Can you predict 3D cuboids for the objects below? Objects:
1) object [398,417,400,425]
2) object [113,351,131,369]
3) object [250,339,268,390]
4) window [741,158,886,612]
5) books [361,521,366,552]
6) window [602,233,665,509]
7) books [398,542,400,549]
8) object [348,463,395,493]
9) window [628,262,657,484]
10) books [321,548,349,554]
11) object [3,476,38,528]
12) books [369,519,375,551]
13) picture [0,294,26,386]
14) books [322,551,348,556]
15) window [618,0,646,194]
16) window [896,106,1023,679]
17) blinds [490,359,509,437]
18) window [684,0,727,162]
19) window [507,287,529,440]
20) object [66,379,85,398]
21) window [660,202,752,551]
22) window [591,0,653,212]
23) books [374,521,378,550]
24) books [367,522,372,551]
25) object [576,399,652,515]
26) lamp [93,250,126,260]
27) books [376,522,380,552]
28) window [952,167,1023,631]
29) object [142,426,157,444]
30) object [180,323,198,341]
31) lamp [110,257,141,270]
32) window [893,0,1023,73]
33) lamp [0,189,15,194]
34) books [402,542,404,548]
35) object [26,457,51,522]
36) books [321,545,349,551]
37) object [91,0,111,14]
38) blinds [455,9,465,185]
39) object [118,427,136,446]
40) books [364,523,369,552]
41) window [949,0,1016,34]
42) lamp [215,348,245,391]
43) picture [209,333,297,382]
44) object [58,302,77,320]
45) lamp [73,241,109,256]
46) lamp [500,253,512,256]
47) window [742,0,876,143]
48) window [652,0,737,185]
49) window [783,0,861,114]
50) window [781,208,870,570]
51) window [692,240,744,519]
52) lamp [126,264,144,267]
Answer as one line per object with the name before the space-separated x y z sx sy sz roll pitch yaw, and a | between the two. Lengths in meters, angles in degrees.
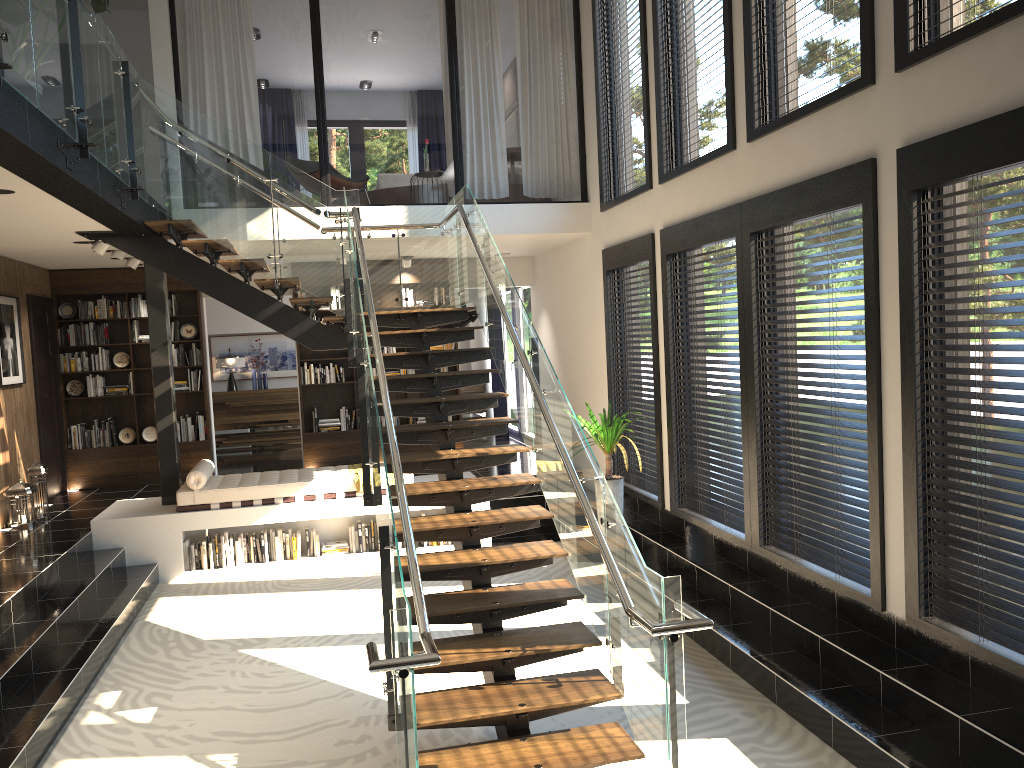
object | -1.511 0.432 11.807 0.020 0.262 0.047 -4 4 -12
object | -4.845 -0.293 11.007 0.212 0.222 0.082 -4 4 -12
object | -4.219 -0.325 14.755 0.272 0.861 0.270 -3 4 2
window | 1.993 -0.015 5.575 0.358 2.477 1.497 -4 4 -12
books | -1.510 1.547 9.011 0.030 0.284 0.176 -4 4 -12
window | 1.316 -0.139 8.629 0.358 2.477 1.392 -4 4 -12
books | -1.164 1.542 9.054 0.019 0.256 0.186 -4 4 -12
object | -1.477 1.119 9.381 0.466 0.511 1.166 -4 3 -12
window | 1.387 -0.143 8.636 0.005 2.299 1.220 -4 4 -12
books | -1.788 1.671 8.954 0.261 0.024 0.167 -4 3 -16
object | -4.814 1.147 8.702 0.262 0.484 0.262 -4 4 -12
books | -1.419 1.532 9.015 0.035 0.305 0.151 -4 4 -12
picture | -5.134 -0.445 9.058 0.028 0.912 0.748 -4 4 -12
books | -1.786 1.695 8.955 0.257 0.024 0.167 -3 3 -12
window | 1.247 -2.994 8.447 0.005 2.299 1.220 -4 4 -12
window | 2.348 0.052 3.971 0.358 2.477 1.392 -4 4 -12
blinds | -0.266 -0.474 14.791 0.161 2.773 1.079 -4 4 -14
window | 1.592 -2.929 6.892 0.005 2.299 1.220 -4 4 -12
window | 0.107 -0.360 13.957 0.184 2.478 2.979 -4 3 -12
object | -5.373 0.056 10.910 0.212 0.222 0.082 -4 4 -12
window | 1.669 -0.076 7.033 0.358 2.477 1.497 -4 4 -12
window | 1.176 -2.990 8.440 0.358 2.477 1.392 -4 4 -12
books | -1.396 1.546 9.056 0.026 0.270 0.128 -4 4 -12
books | -1.449 1.553 9.006 0.029 0.268 0.146 -4 4 -12
object | 0.869 0.834 8.112 0.876 1.339 0.830 -4 4 -23
lamp | -4.120 -1.387 9.114 0.346 0.231 0.195 -4 4 -12
books | -1.358 1.539 9.000 0.026 0.287 0.204 -4 4 -12
window | 2.419 0.048 3.979 0.005 2.299 1.220 -4 4 -12
object | -4.524 0.635 11.104 0.212 0.222 0.082 -4 4 -12
object | -4.061 -0.655 11.142 0.212 0.222 0.082 -4 4 -12
lamp | -4.287 -1.403 9.871 0.346 0.263 0.195 -4 4 -12
window | 2.209 -2.796 3.783 0.358 2.477 1.392 -4 4 -12
lamp | -3.353 -1.269 5.631 0.346 0.177 0.195 -3 3 -12
books | -1.108 1.518 9.095 0.066 0.294 0.142 -4 4 -12
object | -4.770 1.053 8.942 0.182 0.643 0.182 -4 4 -12
books | -1.790 1.646 8.957 0.274 0.025 0.156 -4 3 -15
object | -3.231 -2.328 5.754 1.464 1.555 1.260 -4 4 -24
blinds | -0.421 -3.336 9.461 0.669 2.701 0.134 -4 4 -12
object | -4.794 0.651 11.050 0.212 0.222 0.082 -4 4 -12
books | -1.475 1.555 8.992 0.029 0.269 0.172 -4 4 -12
window | 2.280 -2.800 3.790 0.005 2.299 1.220 -4 4 -12
lamp | -4.614 -0.232 14.563 0.470 0.726 0.469 -4 4 -20
picture | -3.269 -0.517 15.104 3.542 0.749 0.035 -3 4 -12
object | -5.427 -0.887 10.820 0.212 0.222 0.082 -4 4 -12
lamp | -3.952 -1.340 8.361 0.346 0.263 0.195 -4 4 -12
lamp | -0.118 -1.750 11.585 0.195 0.158 0.346 -4 3 -12
window | 1.866 -2.861 5.328 0.358 2.477 1.392 -4 4 -12
window | 1.521 -2.925 6.884 0.358 2.477 1.392 -4 4 -12
window | 1.937 -2.864 5.336 0.005 2.299 1.220 -4 4 -12
window | 2.064 -0.019 5.582 0.005 2.299 1.312 -4 4 -12
window | 1.741 -0.080 7.040 0.005 2.299 1.312 -4 4 -12
lamp | -4.457 -1.477 10.627 0.346 0.177 0.195 -3 3 -12
